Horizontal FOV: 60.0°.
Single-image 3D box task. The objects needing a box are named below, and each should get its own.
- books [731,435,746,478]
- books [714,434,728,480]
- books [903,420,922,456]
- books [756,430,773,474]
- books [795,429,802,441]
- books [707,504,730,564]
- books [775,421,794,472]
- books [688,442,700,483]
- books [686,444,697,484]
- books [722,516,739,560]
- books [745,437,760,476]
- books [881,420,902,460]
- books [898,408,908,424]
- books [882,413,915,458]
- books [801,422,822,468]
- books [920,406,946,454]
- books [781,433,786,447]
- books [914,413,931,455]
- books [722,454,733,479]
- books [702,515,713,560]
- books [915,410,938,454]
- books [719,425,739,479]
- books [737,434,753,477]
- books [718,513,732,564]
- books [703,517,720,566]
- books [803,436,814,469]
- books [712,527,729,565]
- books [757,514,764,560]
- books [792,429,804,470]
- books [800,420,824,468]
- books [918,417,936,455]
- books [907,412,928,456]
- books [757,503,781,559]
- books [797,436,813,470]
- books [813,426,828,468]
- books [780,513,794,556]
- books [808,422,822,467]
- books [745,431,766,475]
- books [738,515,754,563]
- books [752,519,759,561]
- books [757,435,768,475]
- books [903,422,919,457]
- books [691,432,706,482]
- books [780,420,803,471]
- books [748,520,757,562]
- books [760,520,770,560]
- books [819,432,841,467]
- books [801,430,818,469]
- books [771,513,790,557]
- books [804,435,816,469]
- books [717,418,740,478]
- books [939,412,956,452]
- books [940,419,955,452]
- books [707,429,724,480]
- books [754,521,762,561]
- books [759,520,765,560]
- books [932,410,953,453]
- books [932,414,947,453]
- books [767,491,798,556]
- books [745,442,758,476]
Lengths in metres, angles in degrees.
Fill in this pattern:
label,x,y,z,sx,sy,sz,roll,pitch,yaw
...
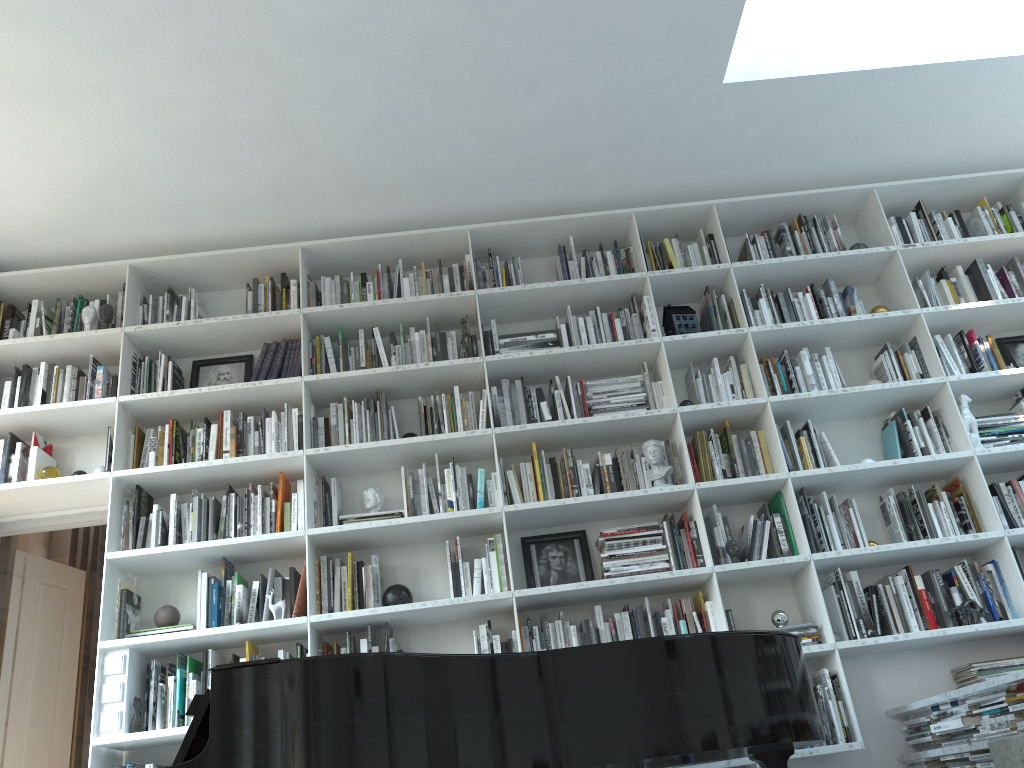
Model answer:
label,x,y,z,sx,sy,sz,roll,pitch,yaw
books,1.034,0.385,4.110,0.033,0.252,0.175,-6,-26,-3
books,0.958,0.389,4.125,0.035,0.277,0.139,-6,-26,-3
books,1.846,0.306,4.136,0.013,0.218,0.188,-6,-26,-3
books,1.168,0.367,4.129,0.033,0.267,0.142,-6,-26,-3
books,1.343,0.355,4.123,0.008,0.241,0.169,-6,-26,-3
books,0.922,0.704,3.954,0.013,0.305,0.141,-6,-26,-3
books,1.241,0.342,4.119,0.035,0.286,0.192,-6,-26,-3
books,0.836,0.418,4.116,0.013,0.245,0.177,-6,-26,-3
books,0.821,0.416,4.104,0.014,0.243,0.146,-6,-26,-3
books,0.961,0.730,3.952,0.035,0.247,0.141,-6,-26,-3
books,1.108,0.384,4.113,0.028,0.238,0.146,-6,-26,-3
books,1.777,0.310,4.149,0.056,0.240,0.154,-6,-26,-3
books,1.854,0.277,4.168,0.013,0.294,0.154,-6,-26,-3
books,1.812,0.292,4.150,0.021,0.263,0.175,-6,-26,-3
books,1.385,0.335,4.126,0.006,0.268,0.179,-6,-26,-3
books,1.948,0.265,4.144,0.012,0.272,0.184,-6,-26,-3
books,1.265,0.367,4.129,0.007,0.243,0.146,-6,-26,-3
books,1.894,0.283,4.150,0.015,0.258,0.153,-6,-26,-3
books,0.989,0.430,4.107,0.030,0.180,0.132,-6,-26,-3
books,0.851,0.735,3.949,0.024,0.262,0.154,-6,-26,-3
books,1.926,0.276,4.163,0.032,0.273,0.155,-6,-26,-3
books,1.001,0.361,4.097,0.019,0.291,0.183,-6,-26,-3
books,1.058,0.376,4.086,0.027,0.241,0.189,-6,-26,-3
books,0.937,0.725,3.955,0.012,0.264,0.158,-6,-26,-3
books,0.878,0.736,3.945,0.028,0.251,0.143,-6,-26,-3
books,1.356,0.368,4.116,0.014,0.208,0.157,-6,-26,-3
books,0.909,0.751,3.915,0.027,0.191,0.183,-6,-26,-3
books,1.087,0.719,3.949,0.094,0.237,0.150,-6,-26,-3
books,1.315,0.354,4.128,0.013,0.254,0.145,-6,-26,-3
books,1.399,0.328,4.136,0.013,0.286,0.159,-6,-26,-3
books,1.910,0.294,4.137,0.012,0.223,0.179,-6,-26,-3
books,1.878,0.283,4.150,0.018,0.262,0.166,-6,-26,-3
books,1.152,0.690,3.966,0.013,0.284,0.139,-6,-26,-3
books,1.334,0.367,4.087,0.017,0.191,0.192,-6,-26,-3
books,1.424,0.344,4.137,0.007,0.253,0.161,-6,-26,-3
books,1.201,0.707,3.947,0.021,0.225,0.149,-6,-26,-3
books,1.391,0.335,4.133,0.006,0.272,0.168,-6,-26,-3
books,1.130,0.367,4.116,0.032,0.265,0.143,-6,-26,-3
books,1.029,0.722,3.926,0.095,0.227,0.191,-6,-26,-3
books,1.062,0.731,3.950,0.095,0.225,0.145,-6,-26,-3
books,1.150,0.380,4.126,0.019,0.246,0.149,-6,-26,-3
books,1.837,0.311,4.134,0.006,0.209,0.189,-6,-26,-3
books,0.863,0.383,4.103,0.035,0.292,0.145,-6,-26,-3
books,1.286,0.334,4.106,0.013,0.277,0.192,-6,-26,-3
books,1.047,0.731,3.927,0.089,0.209,0.176,-6,-26,-3
books,1.106,0.733,3.941,0.091,0.204,0.170,-6,-26,-3
books,1.456,0.349,4.104,0.051,0.209,0.177,-6,-26,-3
books,1.376,0.353,4.128,0.017,0.241,0.133,-6,-26,-3
books,1.176,0.706,3.935,0.029,0.222,0.171,-6,-26,-3
books,1.366,0.362,4.110,0.007,0.210,0.159,-6,-26,-3
books,1.011,0.348,4.124,0.021,0.336,0.170,-6,-26,-3
books,2.020,0.274,4.150,0.010,0.244,0.159,-6,-26,-3
books,2.006,0.295,4.151,0.023,0.211,0.165,-6,-26,-3
books,0.937,0.373,4.106,0.019,0.292,0.164,-6,-26,-3
books,1.073,0.734,3.943,0.090,0.211,0.144,-6,-26,-3
books,1.093,0.734,3.952,0.090,0.214,0.140,-6,-26,-3
books,1.987,0.272,4.145,0.011,0.251,0.170,-6,-26,-3
books,1.975,0.284,4.158,0.013,0.243,0.159,-6,-26,-3
books,1.213,0.660,3.967,0.014,0.323,0.183,-6,-26,-3
books,1.085,0.394,4.087,0.034,0.203,0.182,-6,-26,-3
